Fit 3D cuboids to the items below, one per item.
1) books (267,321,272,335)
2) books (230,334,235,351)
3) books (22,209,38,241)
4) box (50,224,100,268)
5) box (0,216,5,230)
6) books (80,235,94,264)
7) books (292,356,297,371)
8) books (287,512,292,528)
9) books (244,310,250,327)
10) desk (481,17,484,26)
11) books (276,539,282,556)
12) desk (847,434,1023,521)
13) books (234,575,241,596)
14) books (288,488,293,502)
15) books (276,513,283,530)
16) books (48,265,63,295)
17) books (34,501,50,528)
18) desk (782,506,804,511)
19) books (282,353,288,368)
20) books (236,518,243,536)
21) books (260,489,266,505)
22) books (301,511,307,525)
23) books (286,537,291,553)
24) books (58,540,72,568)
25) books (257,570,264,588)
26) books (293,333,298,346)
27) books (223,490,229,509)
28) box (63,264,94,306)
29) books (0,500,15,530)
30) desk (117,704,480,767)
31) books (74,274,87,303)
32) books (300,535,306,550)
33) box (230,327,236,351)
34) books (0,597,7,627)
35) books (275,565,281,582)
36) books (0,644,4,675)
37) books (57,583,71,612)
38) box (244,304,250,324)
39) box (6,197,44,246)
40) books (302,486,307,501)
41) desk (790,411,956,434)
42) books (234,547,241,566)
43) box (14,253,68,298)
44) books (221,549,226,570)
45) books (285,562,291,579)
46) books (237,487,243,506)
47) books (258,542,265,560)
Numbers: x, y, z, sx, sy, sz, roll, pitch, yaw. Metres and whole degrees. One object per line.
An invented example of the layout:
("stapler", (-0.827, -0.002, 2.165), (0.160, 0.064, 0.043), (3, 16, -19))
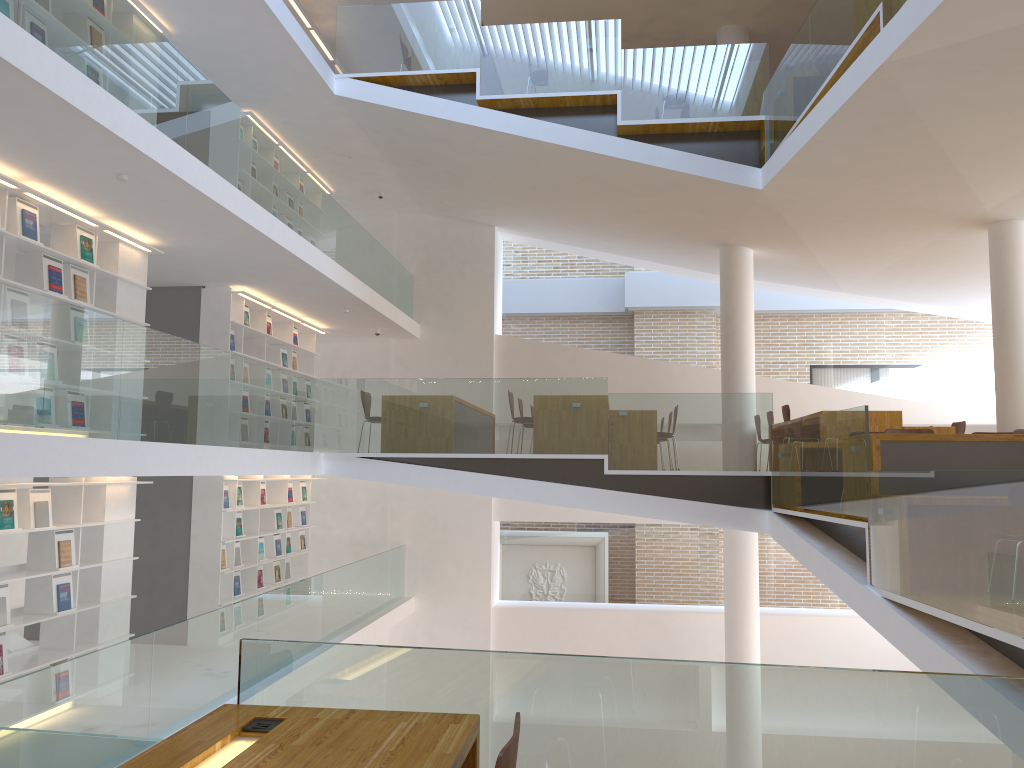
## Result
("books", (-3.006, -0.662, 10.974), (0.037, 0.210, 0.145), (0, -6, 7))
("books", (-3.130, -0.454, 9.896), (0.037, 0.210, 0.145), (0, -6, 7))
("books", (-3.481, -1.142, 6.402), (0.037, 0.210, 0.145), (0, -6, 7))
("box", (-3.503, -1.101, 7.122), (0.274, 0.296, 0.245), (0, -6, 7))
("box", (-3.635, -1.212, 6.006), (0.274, 0.296, 0.245), (0, -6, 7))
("books", (-3.399, -1.072, 7.094), (0.037, 0.210, 0.145), (0, -6, 7))
("books", (-2.903, -0.260, 11.842), (0.037, 0.210, 0.145), (0, -6, 7))
("books", (-2.921, 1.782, 11.641), (0.037, 0.210, 0.145), (0, -6, 7))
("books", (-3.087, -0.745, 10.296), (0.037, 0.210, 0.145), (0, -6, 7))
("desk", (-0.520, -3.481, 11.101), (0.760, 0.606, 3.196), (0, -6, 7))
("books", (-2.963, 2.083, 11.262), (0.037, 0.210, 0.145), (0, -6, 7))
("desk", (4.080, 0.857, 5.976), (3.216, 1.022, 1.248), (0, -6, 7))
("books", (-3.108, 2.279, 10.024), (0.037, 0.210, 0.145), (0, -6, 7))
("books", (-2.919, 1.469, 11.672), (0.037, 0.210, 0.145), (0, -6, 7))
("books", (-2.962, 1.748, 11.295), (0.037, 0.210, 0.145), (0, -6, 7))
("books", (-3.448, -0.782, 6.700), (0.037, 0.210, 0.145), (0, -6, 7))
("books", (-3.461, 0.969, 6.530), (0.037, 0.210, 0.145), (0, -6, 7))
("desk", (4.233, 0.850, 8.014), (3.356, 0.606, 0.760), (0, -6, 7))
("books", (-2.944, -0.294, 11.495), (0.037, 0.210, 0.145), (0, -6, 7))
("books", (-3.103, 1.630, 10.078), (0.037, 0.210, 0.145), (0, -6, 7))
("books", (-3.025, 1.380, 10.774), (0.037, 0.210, 0.145), (0, -6, 7))
("books", (-2.856, 1.851, 12.170), (0.037, 0.210, 0.145), (0, -6, 7))
("books", (-2.923, 2.116, 11.593), (0.037, 0.210, 0.145), (0, -6, 7))
("books", (-3.430, 1.308, 6.807), (0.037, 0.210, 0.145), (0, -6, 7))
("books", (-3.034, 2.348, 10.679), (0.037, 0.210, 0.145), (0, -6, 7))
("books", (-2.900, -0.573, 11.872), (0.037, 0.210, 0.145), (0, -6, 7))
("books", (-3.145, 1.273, 9.734), (0.037, 0.210, 0.145), (0, -6, 7))
("box", (-3.512, -0.778, 7.042), (0.274, 0.296, 0.245), (0, -6, 7))
("books", (-3.506, 0.911, 6.148), (0.037, 0.210, 0.145), (0, -6, 7))
("desk", (-0.916, 1.241, 0.997), (1.285, 0.918, 3.236), (0, -6, 7))
("books", (-3.411, -0.748, 7.012), (0.037, 0.210, 0.145), (0, -6, 7))
("books", (-2.858, 2.175, 12.142), (0.037, 0.210, 0.145), (0, -6, 7))
("box", (-3.235, -0.495, 9.909), (0.274, 0.296, 0.245), (0, -6, 7))
("books", (-3.514, 1.574, 6.070), (0.037, 0.210, 0.145), (0, -6, 7))
("books", (-2.965, 2.407, 11.233), (0.037, 0.210, 0.145), (0, -6, 7))
("books", (-3.520, 1.893, 6.037), (0.037, 0.210, 0.145), (0, -6, 7))
("books", (-3.428, 1.636, 6.791), (0.037, 0.210, 0.145), (0, -6, 7))
("box", (-3.188, -0.784, 10.317), (0.274, 0.296, 0.245), (0, -6, 7))
("box", (-3.586, -1.171, 6.419), (0.274, 0.296, 0.245), (0, -6, 7))
("books", (-2.856, 1.516, 12.203), (0.037, 0.210, 0.145), (0, -6, 7))
("desk", (3.879, 0.797, 10.256), (1.247, 0.762, 3.194), (0, -6, 7))
("books", (-3.108, 1.959, 10.031), (0.037, 0.210, 0.145), (0, -6, 7))
("box", (-3.552, -0.815, 6.706), (0.274, 0.296, 0.245), (0, -6, 7))
("books", (-3.156, 1.911, 9.655), (0.037, 0.210, 0.145), (0, -6, 7))
("books", (-2.926, 2.439, 11.562), (0.037, 0.210, 0.145), (0, -6, 7))
("books", (-3.106, 1.275, 10.090), (0.037, 0.210, 0.145), (0, -6, 7))
("books", (-3.031, 2.021, 10.711), (0.037, 0.210, 0.145), (0, -6, 7))
